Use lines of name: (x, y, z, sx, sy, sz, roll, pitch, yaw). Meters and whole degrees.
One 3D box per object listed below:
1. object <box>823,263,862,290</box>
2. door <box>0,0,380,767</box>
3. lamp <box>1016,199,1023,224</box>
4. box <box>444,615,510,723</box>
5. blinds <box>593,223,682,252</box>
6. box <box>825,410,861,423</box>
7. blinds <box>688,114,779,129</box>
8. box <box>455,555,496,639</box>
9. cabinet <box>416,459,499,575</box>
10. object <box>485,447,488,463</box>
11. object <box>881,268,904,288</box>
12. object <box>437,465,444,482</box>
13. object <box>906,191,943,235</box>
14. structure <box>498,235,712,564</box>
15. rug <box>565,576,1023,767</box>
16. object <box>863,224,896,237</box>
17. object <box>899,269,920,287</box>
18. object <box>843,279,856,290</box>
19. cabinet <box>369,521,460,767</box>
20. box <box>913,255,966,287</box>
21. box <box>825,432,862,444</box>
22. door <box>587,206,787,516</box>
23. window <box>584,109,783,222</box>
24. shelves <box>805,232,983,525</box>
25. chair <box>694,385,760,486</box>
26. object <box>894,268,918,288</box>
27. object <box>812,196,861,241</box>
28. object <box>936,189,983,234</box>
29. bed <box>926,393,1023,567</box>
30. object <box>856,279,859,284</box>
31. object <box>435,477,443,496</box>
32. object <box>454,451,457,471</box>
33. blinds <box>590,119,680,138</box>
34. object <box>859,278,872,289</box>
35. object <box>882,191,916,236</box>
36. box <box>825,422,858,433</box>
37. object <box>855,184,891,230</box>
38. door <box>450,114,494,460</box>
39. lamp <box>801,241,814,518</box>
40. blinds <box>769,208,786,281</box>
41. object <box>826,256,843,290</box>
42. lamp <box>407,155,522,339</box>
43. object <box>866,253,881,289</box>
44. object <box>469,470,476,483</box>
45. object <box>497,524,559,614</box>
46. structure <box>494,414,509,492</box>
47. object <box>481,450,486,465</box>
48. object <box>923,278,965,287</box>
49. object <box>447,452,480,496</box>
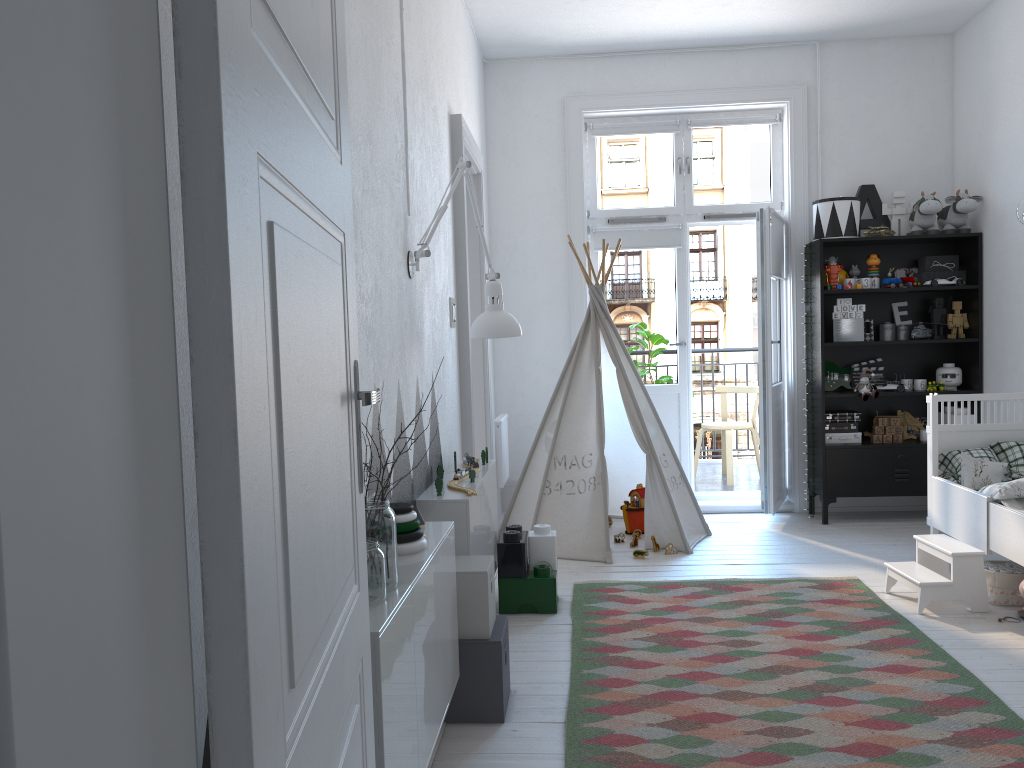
object: (1.945, -0.654, 5.314, 0.197, 0.197, 0.318, -2, 3, 1)
door: (0.164, 0.005, 0.885, 1.022, 2.178, 1.040, -2, 3, 4)
lamp: (1.105, -1.199, 2.889, 0.074, 1.530, 1.381, -3, 3, -21)
box: (-0.145, 0.889, 2.770, 0.254, 0.259, 0.250, -2, 3, 4)
blinds: (0.808, -0.944, 5.719, 0.565, 0.158, 0.032, -2, 3, 4)
box: (1.984, 0.198, 5.381, 0.215, 0.062, 0.179, -2, 3, 4)
blinds: (1.405, -1.668, 5.633, 0.565, 0.060, 0.032, -2, 3, 4)
box: (-0.163, 0.658, 2.749, 0.202, 0.206, 0.199, -2, 3, 4)
cabinet: (-0.189, 0.582, 3.406, 0.183, 0.454, 0.970, -2, 3, 4)
object: (-0.108, 0.301, 3.771, 0.009, 0.067, 0.054, -2, 3, -5)
object: (2.252, -0.625, 5.246, 0.121, 0.126, 0.087, -3, 3, -18)
object: (-0.265, 0.331, 3.282, 0.029, 0.063, 0.007, -4, 4, -33)
object: (2.414, -0.988, 5.203, 0.154, 0.253, 0.370, -1, 3, 12)
structure: (0.497, 0.015, 5.035, 1.143, 1.750, 1.143, -3, 3, -20)
rug: (0.858, 0.955, 3.119, 1.320, 0.016, 2.028, -2, 3, 4)
object: (2.162, -0.909, 5.238, 0.121, 0.100, 0.338, 1, 4, 39)
object: (2.364, -0.630, 5.280, 0.087, 0.112, 0.122, -3, 3, -25)
object: (1.996, -0.588, 5.243, 0.067, 0.067, 0.067, -2, 3, 5)
cabinet: (-0.285, 0.648, 2.087, 0.183, 0.454, 0.970, -2, 3, 4)
box: (2.566, -0.671, 5.313, 0.251, 0.189, 0.179, -2, 3, 4)
box: (1.988, 0.321, 5.386, 0.215, 0.062, 0.179, -2, 3, 4)
door: (1.113, -0.138, 5.515, 1.264, 1.839, 0.636, -1, 3, 6)
window: (1.100, -1.398, 5.691, 1.263, 0.660, 0.101, -2, 3, 4)
shelves: (2.279, -0.027, 5.326, 0.911, 1.678, 0.353, -2, 3, 4)
chair: (1.655, 0.378, 6.784, 0.498, 0.716, 0.436, -4, 4, -41)
object: (2.523, -0.648, 5.424, 0.347, 0.132, 0.037, -2, 3, 4)
object: (1.975, -0.988, 5.357, 0.272, 0.259, 0.394, 0, 3, 33)
object: (2.566, -0.992, 5.195, 0.211, 0.253, 0.386, -2, 3, -12)
bed: (2.276, 0.478, 3.601, 0.670, 0.833, 1.403, -2, 3, 4)
object: (2.052, -0.591, 5.283, 0.067, 0.067, 0.067, -3, 3, -22)
object: (-0.246, 0.344, 2.987, 0.029, 0.063, 0.007, -4, 4, -33)
object: (-0.226, 0.309, 3.542, 0.009, 0.081, 0.037, -2, 3, -2)
blinds: (0.786, -1.637, 5.680, 0.565, 0.087, 0.032, -2, 3, 4)
object: (2.081, -0.589, 5.222, 0.067, 0.067, 0.067, -2, 3, 5)
object: (2.341, -1.016, 5.372, 0.190, 0.291, 0.065, -1, 3, 9)
box: (1.967, 0.260, 5.384, 0.215, 0.062, 0.179, -2, 3, 4)
object: (2.170, -1.040, 5.414, 0.343, 0.344, 0.057, -2, 3, 4)
door: (-0.335, -0.163, 4.782, 0.505, 2.178, 1.464, -2, 3, -11)
lamp: (2.258, -0.033, 5.390, 0.985, 1.685, 0.095, -2, 3, 2)
blinds: (1.619, -0.838, 5.382, 0.032, 0.391, 0.565, 0, 3, 24)
object: (1.906, -0.654, 5.246, 0.105, 0.203, 0.072, -1, 3, 12)
lamp: (-0.208, -0.487, 3.179, 0.200, 0.656, 0.651, 1, 4, 38)
object: (2.141, -0.666, 5.252, 0.077, 0.213, 0.077, 1, 4, 38)
object: (-0.145, 0.338, 3.255, 0.006, 0.046, 0.037, 0, 4, 31)
object: (0.070, 0.784, 3.805, 0.246, 0.332, 0.246, -2, 3, 4)
structure: (-0.057, 0.421, 5.417, 0.075, 0.460, 0.635, -2, 3, 1)
object: (-0.119, 0.306, 3.704, 0.007, 0.063, 0.029, 0, 4, 31)
object: (2.522, -0.592, 5.181, 0.230, 0.048, 0.098, -2, 3, -6)
object: (-0.182, 0.331, 3.410, 0.111, 0.047, 0.902, -2, 3, -1)
